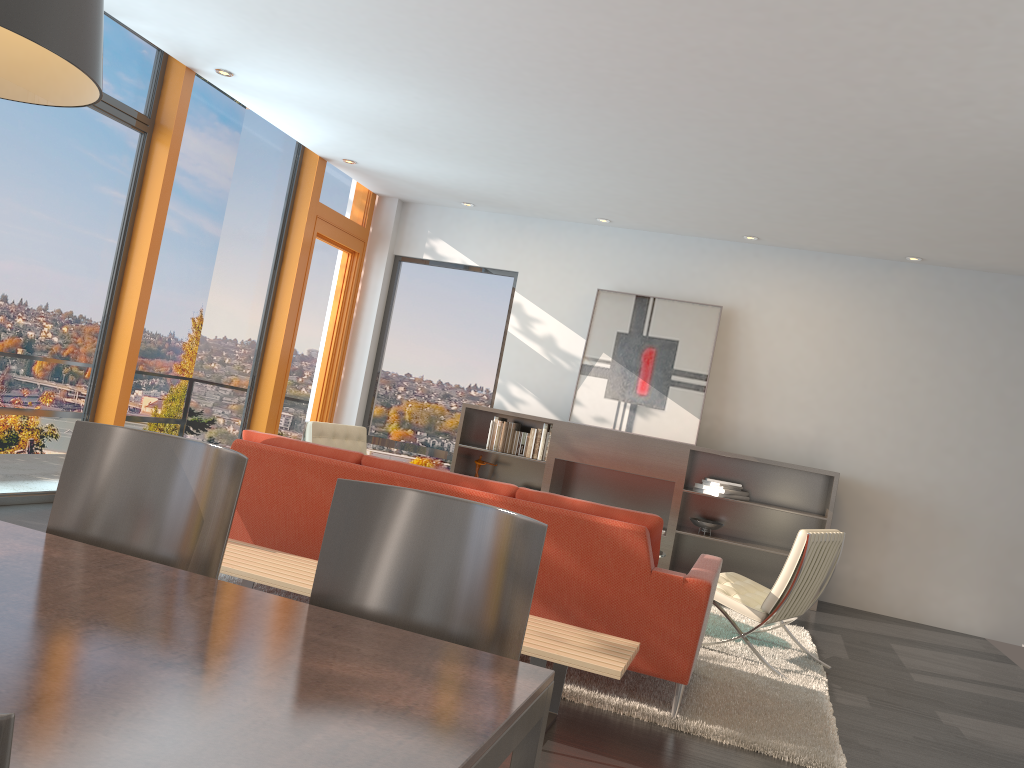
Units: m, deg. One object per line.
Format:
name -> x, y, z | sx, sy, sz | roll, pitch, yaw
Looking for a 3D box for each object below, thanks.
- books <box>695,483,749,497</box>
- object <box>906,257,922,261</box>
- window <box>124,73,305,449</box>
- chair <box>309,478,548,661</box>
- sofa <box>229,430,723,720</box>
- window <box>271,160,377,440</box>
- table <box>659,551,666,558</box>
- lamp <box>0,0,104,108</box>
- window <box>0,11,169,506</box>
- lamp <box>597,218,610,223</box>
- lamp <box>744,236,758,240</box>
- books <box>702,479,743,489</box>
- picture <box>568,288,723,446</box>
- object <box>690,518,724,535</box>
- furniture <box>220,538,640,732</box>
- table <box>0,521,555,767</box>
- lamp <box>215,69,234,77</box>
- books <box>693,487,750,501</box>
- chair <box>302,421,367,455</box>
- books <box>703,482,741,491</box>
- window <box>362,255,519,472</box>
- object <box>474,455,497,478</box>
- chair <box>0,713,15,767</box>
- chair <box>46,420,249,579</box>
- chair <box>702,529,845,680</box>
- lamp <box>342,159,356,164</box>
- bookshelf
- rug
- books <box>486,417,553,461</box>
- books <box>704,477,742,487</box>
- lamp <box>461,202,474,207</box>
books -> 1.852, 0.936, 7.841 | 0.398, 0.038, 0.315 | 12, -2, -44
object -> 3.555, -1.106, 7.848 | 0.129, 0.010, 0.129 | 11, -2, -28
window -> -2.478, -0.752, 7.259 | 0.070, 3.347, 1.842 | 10, -2, 16
chair -> -0.286, 0.704, 1.660 | 0.548, 0.968, 0.614 | 10, -2, 16
sofa -> -0.316, 0.837, 4.436 | 2.598, 0.853, 1.037 | 10, -2, 17
window -> -1.948, -0.609, 8.776 | 0.211, 3.347, 1.155 | 10, -2, 16
table -> -0.019, 1.134, 5.850 | 2.000, 0.464, 0.947 | 10, -2, 18
lamp -> -0.845, -1.346, 1.510 | 0.566, 1.580, 0.567 | 13, -3, -44
window -> -3.048, -0.916, 5.262 | 0.070, 3.347, 2.103 | 10, -2, 16
lamp -> 0.883, -1.582, 8.587 | 0.129, 0.010, 0.129 | 11, -2, -28
lamp -> 2.203, -1.348, 8.189 | 0.129, 0.010, 0.129 | 11, -2, -28
books -> 1.861, 0.888, 7.843 | 0.300, 0.020, 0.210 | 12, -2, -34
picture -> 1.252, -0.182, 8.352 | 1.209, 1.339, 0.269 | 10, -2, 17
object -> 1.714, 1.274, 7.848 | 0.308, 0.117, 0.309 | 12, -2, -40
furniture -> -0.531, 1.025, 3.596 | 2.006, 0.357, 0.492 | 10, -2, 17
table -> -1.162, 0.690, 1.403 | 2.152, 0.765, 1.171 | 10, -2, 17
lamp -> -2.030, -2.193, 6.253 | 0.129, 0.010, 0.129 | 11, -2, -28
books -> 1.845, 0.973, 7.840 | 0.398, 0.038, 0.315 | 12, -2, -34
chair -> -1.170, 0.748, 6.663 | 0.707, 0.817, 0.699 | 10, -2, 26
books -> 1.858, 0.908, 7.842 | 0.300, 0.020, 0.210 | 12, -2, -44
window -> -0.742, -0.367, 9.276 | 1.410, 3.341, 0.065 | 10, -2, 17
object -> -0.307, 0.829, 8.504 | 0.245, 0.291, 0.201 | 9, -2, 36
chair -> -0.538, 0.629, 0.697 | 0.548, 0.968, 0.614 | 10, -2, 16
chair -> -0.946, 0.587, 1.859 | 0.548, 0.968, 0.614 | 10, -2, 16
chair -> 1.488, 1.200, 5.212 | 0.707, 0.817, 0.699 | 9, -2, 36
lamp -> -1.495, -2.038, 8.130 | 0.129, 0.010, 0.129 | 11, -2, -28
bookshelf -> 1.107, 1.052, 8.126 | 3.389, 1.163, 0.569 | 10, -2, 17
rug -> -0.062, 1.343, 5.459 | 3.774, 0.043, 2.982 | 10, -2, 16
books -> 0.109, 0.505, 8.360 | 0.592, 0.340, 0.324 | 10, -2, 17
books -> 1.865, 0.868, 7.844 | 0.300, 0.020, 0.210 | 10, -2, 6
lamp -> -0.452, -1.819, 8.989 | 0.129, 0.010, 0.129 | 11, -2, -28
